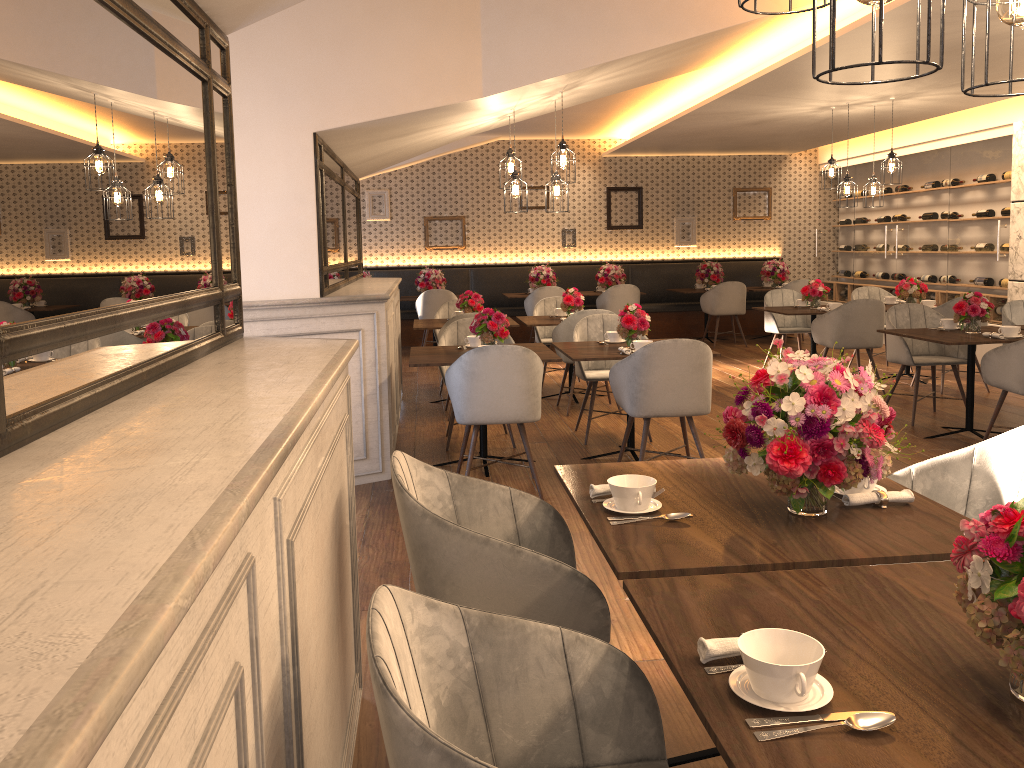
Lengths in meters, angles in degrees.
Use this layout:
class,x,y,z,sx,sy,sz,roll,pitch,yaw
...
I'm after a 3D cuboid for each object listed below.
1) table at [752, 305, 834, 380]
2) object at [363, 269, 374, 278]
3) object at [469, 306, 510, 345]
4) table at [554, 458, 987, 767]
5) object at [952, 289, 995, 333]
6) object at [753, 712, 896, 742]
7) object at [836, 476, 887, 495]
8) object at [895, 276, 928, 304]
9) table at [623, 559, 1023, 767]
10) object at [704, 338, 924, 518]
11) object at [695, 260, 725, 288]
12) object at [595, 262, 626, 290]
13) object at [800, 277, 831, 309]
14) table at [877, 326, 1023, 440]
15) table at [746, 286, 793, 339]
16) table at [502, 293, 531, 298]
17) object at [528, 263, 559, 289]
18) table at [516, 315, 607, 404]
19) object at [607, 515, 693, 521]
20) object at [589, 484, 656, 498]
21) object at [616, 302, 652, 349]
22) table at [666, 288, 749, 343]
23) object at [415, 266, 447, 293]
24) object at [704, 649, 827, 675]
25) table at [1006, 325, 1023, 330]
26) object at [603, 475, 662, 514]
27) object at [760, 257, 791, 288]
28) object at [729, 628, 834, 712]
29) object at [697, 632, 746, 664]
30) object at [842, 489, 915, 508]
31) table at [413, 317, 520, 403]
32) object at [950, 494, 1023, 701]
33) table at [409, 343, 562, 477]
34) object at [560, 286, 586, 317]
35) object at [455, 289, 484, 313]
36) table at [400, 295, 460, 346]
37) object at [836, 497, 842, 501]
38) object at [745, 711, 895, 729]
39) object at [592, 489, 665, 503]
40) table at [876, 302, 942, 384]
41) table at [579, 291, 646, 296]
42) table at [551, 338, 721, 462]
class,x,y,z,sx,sy,sz,roll,pitch,yaw
table,2.916,-0.366,8.562,0.896,0.717,0.902,-2,8,-6
object,-2.034,-1.338,11.795,0.406,0.423,0.422,4,9,36
object,-0.149,-0.344,5.545,0.235,0.299,0.306,-5,8,-30
table,0.625,0.656,2.328,0.896,0.717,0.902,-2,8,-6
object,3.184,-0.503,6.099,0.306,0.299,0.235,-5,8,-28
object,0.427,0.466,1.198,0.197,0.015,0.043,-3,9,-9
object,0.904,0.251,2.324,0.148,0.072,0.149,5,10,36
object,3.884,-0.911,8.616,0.305,0.299,0.236,1,7,16
table,0.718,0.799,1.398,0.896,0.717,0.902,-2,8,-6
object,0.725,0.102,2.163,0.420,0.423,0.408,-4,8,-17
object,2.737,-1.516,12.259,0.406,0.423,0.422,4,9,36
object,1.352,-1.462,12.111,0.420,0.423,0.408,-2,7,-3
object,2.936,-0.880,8.554,0.306,0.299,0.235,-5,8,-28
table,3.164,0.011,6.108,0.896,0.717,0.902,-2,8,-6
table,3.673,-0.995,12.486,0.896,0.717,0.902,-2,8,-6
table,0.355,-0.872,12.161,0.896,0.717,0.902,-2,8,-6
object,0.415,-1.442,12.119,0.406,0.423,0.422,4,9,38
table,0.535,-0.231,8.028,0.896,0.717,0.902,-2,8,-6
object,0.337,0.324,2.158,0.211,0.004,0.022,-2,9,-6
object,0.291,0.278,2.344,0.175,0.039,0.056,-2,8,-6
object,0.783,-0.381,5.649,0.234,0.299,0.307,0,7,14
table,2.718,-0.960,12.392,0.896,0.717,0.902,-2,8,-6
object,-1.091,-1.372,11.882,0.420,0.423,0.408,-4,8,-17
object,0.398,0.432,1.387,0.192,0.024,0.025,-2,7,-6
table,4.118,-0.024,6.201,0.896,0.717,0.902,-2,8,-6
object,0.302,0.279,2.229,0.148,0.072,0.149,5,10,36
object,3.671,-1.552,12.361,0.406,0.423,0.422,4,9,38
object,0.396,0.421,1.306,0.148,0.072,0.149,5,10,36
object,0.384,0.421,1.420,0.175,0.039,0.056,-2,8,-6
object,0.916,0.285,2.213,0.175,0.039,0.056,-2,8,-6
table,-0.419,-0.196,7.935,0.896,0.717,0.902,-2,8,-6
object,0.773,0.302,1.272,0.234,0.299,0.307,0,7,14
table,-0.187,0.158,5.633,0.896,0.717,0.902,-2,8,-6
object,0.551,-0.733,7.948,0.234,0.299,0.307,0,7,14
object,-0.381,-0.697,7.844,0.235,0.299,0.306,-5,8,-30
table,-1.053,-0.820,12.023,0.896,0.717,0.902,-2,8,-6
object,0.903,0.287,2.247,0.192,0.024,0.025,-2,7,-6
object,0.430,0.466,1.234,0.211,0.004,0.022,-2,9,-6
object,0.304,0.290,2.311,0.192,0.024,0.025,-2,7,-6
table,3.870,-0.402,8.656,0.896,0.717,0.902,-2,8,-6
table,1.310,-0.908,12.254,0.896,0.717,0.902,-2,8,-6
table,0.767,0.123,5.726,0.896,0.717,0.902,-2,8,-6
